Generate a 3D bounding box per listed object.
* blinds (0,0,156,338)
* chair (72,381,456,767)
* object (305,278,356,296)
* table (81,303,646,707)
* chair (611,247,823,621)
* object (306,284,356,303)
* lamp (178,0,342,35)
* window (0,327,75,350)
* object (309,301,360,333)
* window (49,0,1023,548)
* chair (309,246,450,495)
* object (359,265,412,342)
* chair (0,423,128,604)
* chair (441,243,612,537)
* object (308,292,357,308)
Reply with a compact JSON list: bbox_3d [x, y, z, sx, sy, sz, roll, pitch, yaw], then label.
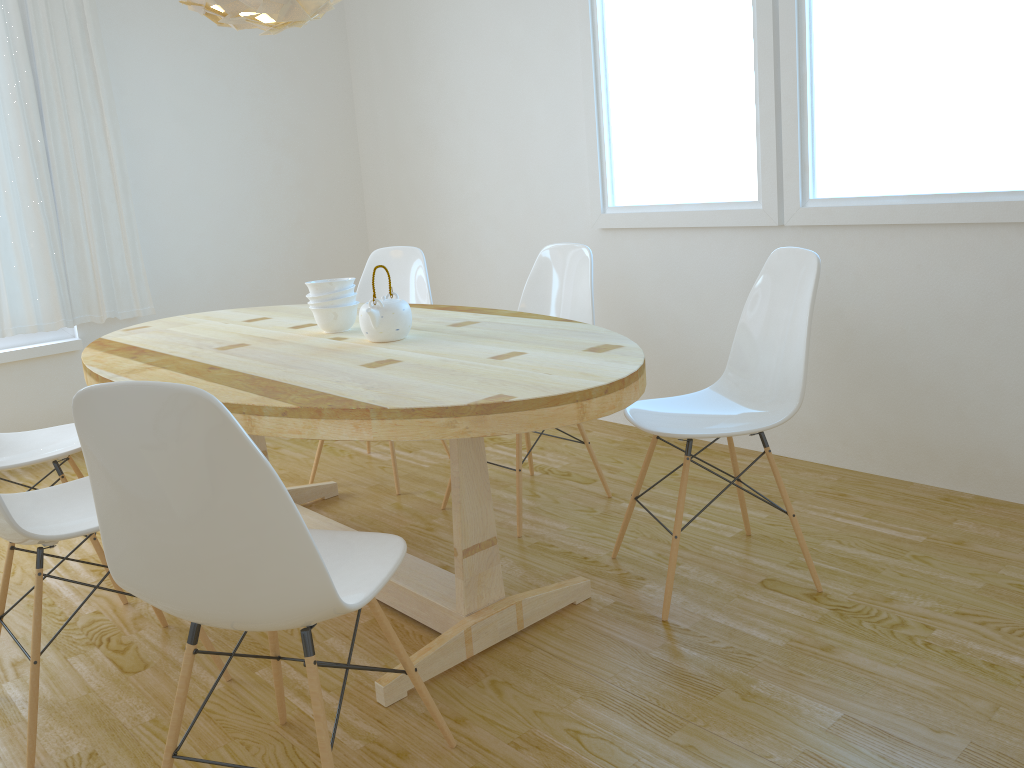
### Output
[{"bbox_3d":[-2.164,-1.311,4.005,0.800,2.137,0.150,-13,13,-40],"label":"blinds"},{"bbox_3d":[-0.425,0.372,1.580,0.430,0.892,0.529,-1,11,18],"label":"chair"},{"bbox_3d":[-0.549,-0.276,2.693,0.152,0.086,0.153,-7,13,-13],"label":"object"},{"bbox_3d":[-0.514,0.221,2.644,1.203,0.717,2.198,-15,17,-41],"label":"table"},{"bbox_3d":[0.562,0.095,2.442,0.524,0.892,0.434,-7,11,-11],"label":"chair"},{"bbox_3d":[-0.548,-0.248,2.695,0.151,0.094,0.153,-10,13,-24],"label":"object"},{"bbox_3d":[-0.701,-1.495,2.319,0.651,1.123,0.641,-14,14,-41],"label":"lamp"},{"bbox_3d":[-3.252,-0.881,3.319,2.747,1.897,0.088,-15,14,-41],"label":"window"},{"bbox_3d":[-0.538,-0.203,2.705,0.152,0.082,0.153,-5,12,-2],"label":"object"},{"bbox_3d":[0.065,-0.863,2.365,2.568,2.031,1.887,-15,15,-40],"label":"window"},{"bbox_3d":[-0.552,-0.084,3.590,0.430,0.892,0.529,0,11,23],"label":"chair"},{"bbox_3d":[-0.369,-0.225,2.463,0.178,0.209,0.147,-14,15,-41],"label":"object"},{"bbox_3d":[-1.485,0.212,2.629,0.525,0.892,0.433,-9,11,-21],"label":"chair"},{"bbox_3d":[0.043,-0.020,3.113,0.527,0.892,0.431,-14,14,-41],"label":"chair"},{"bbox_3d":[-0.544,-0.225,2.701,0.151,0.092,0.153,-5,12,-2],"label":"object"}]
